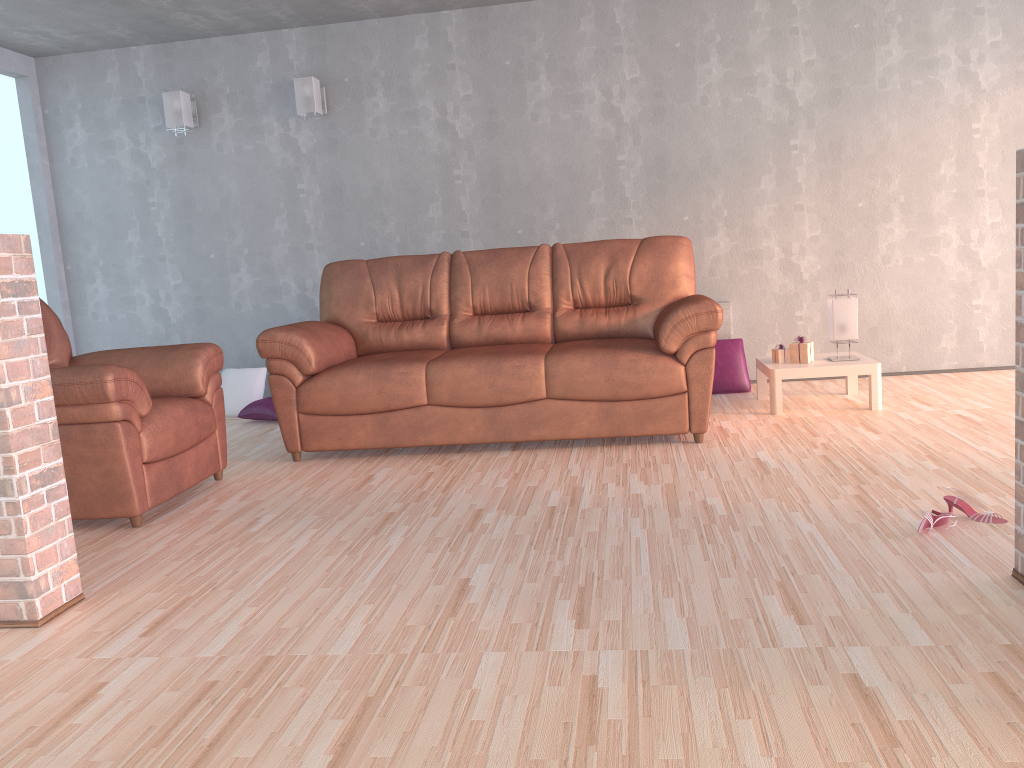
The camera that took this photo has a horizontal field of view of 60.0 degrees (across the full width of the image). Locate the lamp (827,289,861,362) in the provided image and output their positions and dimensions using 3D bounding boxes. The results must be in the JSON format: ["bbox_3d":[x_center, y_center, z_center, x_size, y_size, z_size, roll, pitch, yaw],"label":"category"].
[{"bbox_3d":[1.748,-0.312,4.688,0.140,0.376,0.140,-3,8,8],"label":"lamp"}]

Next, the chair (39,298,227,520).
[{"bbox_3d":[-1.812,0.035,3.673,0.936,0.879,0.970,-3,8,7],"label":"chair"}]

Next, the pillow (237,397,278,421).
[{"bbox_3d":[-1.511,0.151,5.678,0.392,0.130,0.365,0,9,28],"label":"pillow"}]

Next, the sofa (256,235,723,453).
[{"bbox_3d":[-0.079,-0.238,4.540,2.202,0.923,0.981,-3,8,8],"label":"sofa"}]

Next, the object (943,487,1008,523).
[{"bbox_3d":[1.419,0.372,2.723,0.069,0.085,0.188,-12,11,-43],"label":"object"}]

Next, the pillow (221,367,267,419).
[{"bbox_3d":[-1.792,0.065,5.856,0.327,0.326,0.241,-3,8,12],"label":"pillow"}]

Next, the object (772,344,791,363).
[{"bbox_3d":[1.479,-0.170,4.784,0.152,0.105,0.080,-8,9,-23],"label":"object"}]

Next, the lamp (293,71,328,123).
[{"bbox_3d":[-1.294,-1.830,5.671,0.165,0.319,0.177,-3,8,8],"label":"lamp"}]

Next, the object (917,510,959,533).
[{"bbox_3d":[1.263,0.406,2.636,0.078,0.066,0.192,3,11,43],"label":"object"}]

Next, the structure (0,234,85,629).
[{"bbox_3d":[-2.007,0.162,2.526,1.422,1.057,0.211,-3,8,8],"label":"structure"}]

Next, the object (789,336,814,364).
[{"bbox_3d":[1.536,-0.186,4.701,0.099,0.147,0.102,1,10,36],"label":"object"}]

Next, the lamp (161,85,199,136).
[{"bbox_3d":[-2.169,-1.780,5.786,0.165,0.319,0.168,-3,8,8],"label":"lamp"}]

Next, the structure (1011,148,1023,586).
[{"bbox_3d":[1.923,-0.059,1.991,1.422,1.057,0.211,-3,8,8],"label":"structure"}]

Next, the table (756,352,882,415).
[{"bbox_3d":[1.637,-0.010,4.787,0.548,0.241,0.548,-3,8,8],"label":"table"}]

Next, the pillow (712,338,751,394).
[{"bbox_3d":[1.270,-0.104,5.413,0.327,0.326,0.241,-4,8,2],"label":"pillow"}]
